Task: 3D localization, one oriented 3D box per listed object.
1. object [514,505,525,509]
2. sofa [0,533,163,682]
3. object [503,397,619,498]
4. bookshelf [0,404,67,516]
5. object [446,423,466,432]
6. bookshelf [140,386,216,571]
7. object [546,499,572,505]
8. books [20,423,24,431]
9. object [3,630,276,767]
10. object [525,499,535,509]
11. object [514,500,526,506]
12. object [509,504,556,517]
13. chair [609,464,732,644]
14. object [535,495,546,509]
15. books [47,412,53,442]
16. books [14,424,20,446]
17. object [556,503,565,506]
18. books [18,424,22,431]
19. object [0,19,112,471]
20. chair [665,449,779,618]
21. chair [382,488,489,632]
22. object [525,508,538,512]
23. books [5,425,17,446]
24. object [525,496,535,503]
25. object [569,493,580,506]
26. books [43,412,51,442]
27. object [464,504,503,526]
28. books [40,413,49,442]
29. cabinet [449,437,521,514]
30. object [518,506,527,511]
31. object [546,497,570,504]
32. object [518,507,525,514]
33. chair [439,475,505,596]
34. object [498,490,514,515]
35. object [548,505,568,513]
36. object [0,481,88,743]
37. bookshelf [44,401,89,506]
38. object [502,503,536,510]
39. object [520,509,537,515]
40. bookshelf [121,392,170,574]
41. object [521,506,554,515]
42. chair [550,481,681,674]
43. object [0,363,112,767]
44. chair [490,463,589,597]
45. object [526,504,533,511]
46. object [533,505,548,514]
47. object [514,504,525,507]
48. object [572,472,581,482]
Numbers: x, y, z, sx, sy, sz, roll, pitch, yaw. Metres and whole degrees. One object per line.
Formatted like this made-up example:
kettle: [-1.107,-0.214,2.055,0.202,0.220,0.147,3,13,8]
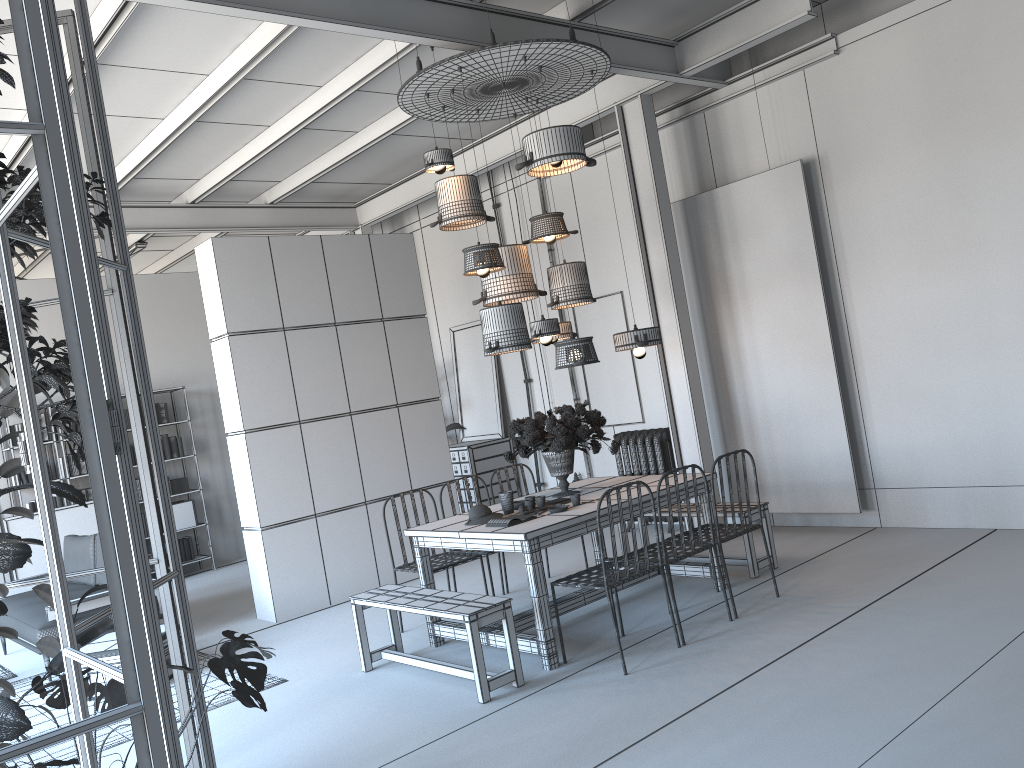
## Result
object: [0.047,0.826,6.012,0.211,0.024,0.211,-10,0,-22]
sofa: [-3.783,1.806,7.535,0.952,0.948,2.347,-10,0,-41]
object: [0.305,0.462,6.278,0.697,0.654,0.782,-10,0,-38]
bookshelf: [-5.222,1.393,9.808,0.455,2.276,0.455,-10,0,-41]
object: [-1.251,0.763,10.785,1.270,2.157,0.868,-10,0,-40]
bookshelf: [-4.088,1.201,10.767,0.455,2.276,0.455,-10,0,-41]
object: [0.332,0.785,5.915,0.182,0.014,0.185,-10,0,33]
books: [-5.334,0.546,9.652,0.022,0.236,0.186,-10,0,-41]
object: [-1.258,1.367,2.762,1.125,1.001,0.920,-10,0,-43]
object: [0.115,0.783,5.736,0.065,0.064,0.065,-10,0,34]
object: [0.069,0.811,6.021,0.135,0.029,0.135,-10,0,42]
object: [0.148,0.816,5.710,0.213,0.012,0.335,-10,0,26]
chair: [0.915,0.992,5.363,0.474,0.975,0.488,-10,0,-41]
object: [0.188,0.765,5.736,0.071,0.076,0.071,-10,0,-16]
books: [-5.179,0.478,9.899,0.033,0.326,0.303,-10,0,-41]
books: [-5.377,0.556,9.614,0.032,0.231,0.179,-10,0,-41]
object: [0.321,0.774,5.680,0.054,0.037,0.121,-10,0,28]
books: [-5.354,0.552,9.635,0.032,0.231,0.179,-10,0,-41]
object: [-2.402,-0.040,2.525,2.486,4.154,2.243,-10,0,21]
chair: [1.297,0.928,5.694,0.474,0.975,0.488,-10,0,-41]
chair: [-0.548,1.241,6.330,0.474,0.975,0.488,-10,0,-41]
object: [0.149,0.800,5.646,0.174,0.019,0.021,-10,0,-43]
books: [-5.415,0.565,9.592,0.052,0.223,0.164,-10,0,-41]
object: [0.124,0.776,5.808,0.071,0.076,0.071,-10,0,-43]
object: [0.407,0.740,5.656,0.071,0.076,0.071,-10,0,7]
books: [-5.199,0.480,9.868,0.027,0.326,0.272,-10,0,-41]
object: [-0.183,0.871,5.663,0.260,0.211,0.236,-10,0,-23]
books: [-5.241,0.489,9.852,0.056,0.315,0.317,-10,0,-41]
cabinet: [-0.426,1.206,10.467,0.668,1.026,0.796,-10,0,-41]
object: [0.062,0.804,5.697,0.051,0.045,0.045,-10,0,27]
object: [0.303,0.788,5.995,0.179,0.016,0.182,-10,0,-36]
object: [0.063,0.804,5.647,0.044,0.043,0.043,-10,0,21]
chair: [-0.167,1.177,6.661,0.474,0.975,0.488,-10,0,-41]
object: [-0.031,0.779,5.809,0.102,0.146,0.102,-10,0,14]
object: [0.289,0.783,5.528,0.133,0.029,0.133,-10,0,7]
object: [-1.795,0.850,2.559,1.270,2.157,0.868,-10,0,-10]
bookshelf: [-4.843,1.329,10.112,0.455,2.276,0.455,-10,0,-41]
object: [0.048,0.832,6.002,0.236,0.015,0.236,-10,0,22]
object: [0.162,0.801,5.643,0.249,0.015,0.024,-10,0,-21]
bookshelf: [-4.462,1.264,10.451,0.455,2.276,0.455,-10,0,-41]
object: [0.164,0.798,5.618,0.249,0.017,0.024,-10,0,-31]
chair: [0.543,1.055,5.040,0.474,0.975,0.488,-10,0,-41]
object: [-2.051,0.903,3.161,1.253,2.183,1.309,-10,0,-30]
chair: [0.205,1.114,6.984,0.474,0.975,0.488,-10,0,-41]
object: [0.111,0.792,5.669,0.043,0.050,0.044,-10,0,-23]
object: [0.179,0.792,5.601,0.021,0.026,0.173,-10,0,34]
object: [0.046,0.821,6.012,0.211,0.024,0.211,-10,0,2]
object: [0.753,1.268,9.572,0.206,0.647,0.173,-10,0,-5]
